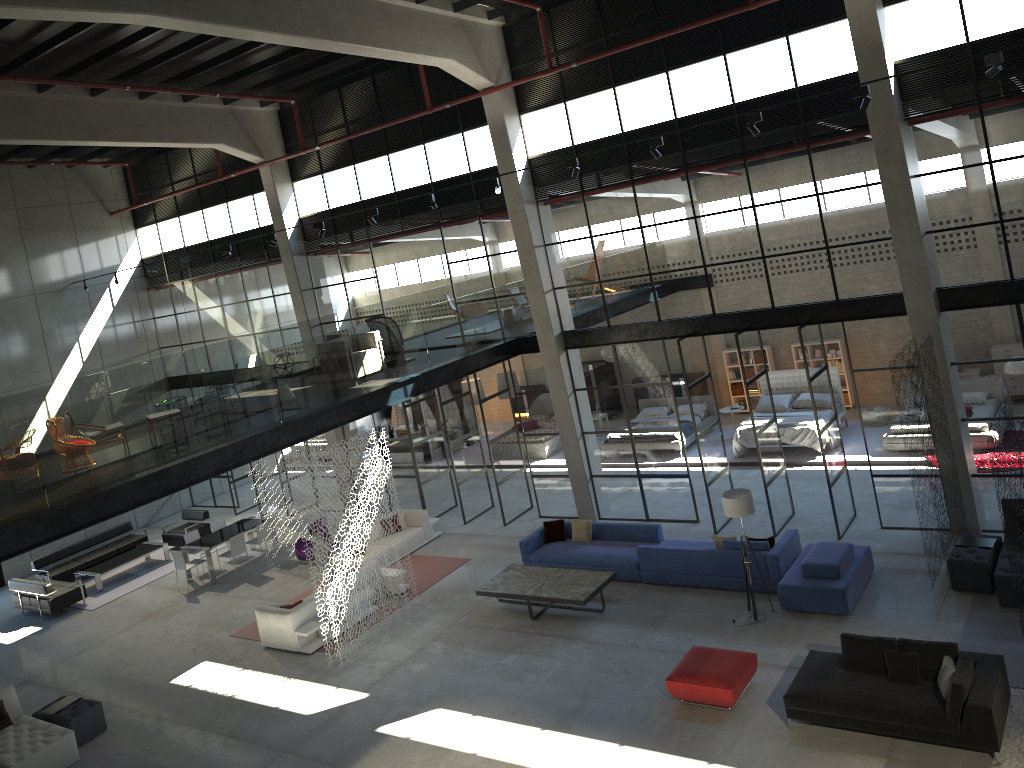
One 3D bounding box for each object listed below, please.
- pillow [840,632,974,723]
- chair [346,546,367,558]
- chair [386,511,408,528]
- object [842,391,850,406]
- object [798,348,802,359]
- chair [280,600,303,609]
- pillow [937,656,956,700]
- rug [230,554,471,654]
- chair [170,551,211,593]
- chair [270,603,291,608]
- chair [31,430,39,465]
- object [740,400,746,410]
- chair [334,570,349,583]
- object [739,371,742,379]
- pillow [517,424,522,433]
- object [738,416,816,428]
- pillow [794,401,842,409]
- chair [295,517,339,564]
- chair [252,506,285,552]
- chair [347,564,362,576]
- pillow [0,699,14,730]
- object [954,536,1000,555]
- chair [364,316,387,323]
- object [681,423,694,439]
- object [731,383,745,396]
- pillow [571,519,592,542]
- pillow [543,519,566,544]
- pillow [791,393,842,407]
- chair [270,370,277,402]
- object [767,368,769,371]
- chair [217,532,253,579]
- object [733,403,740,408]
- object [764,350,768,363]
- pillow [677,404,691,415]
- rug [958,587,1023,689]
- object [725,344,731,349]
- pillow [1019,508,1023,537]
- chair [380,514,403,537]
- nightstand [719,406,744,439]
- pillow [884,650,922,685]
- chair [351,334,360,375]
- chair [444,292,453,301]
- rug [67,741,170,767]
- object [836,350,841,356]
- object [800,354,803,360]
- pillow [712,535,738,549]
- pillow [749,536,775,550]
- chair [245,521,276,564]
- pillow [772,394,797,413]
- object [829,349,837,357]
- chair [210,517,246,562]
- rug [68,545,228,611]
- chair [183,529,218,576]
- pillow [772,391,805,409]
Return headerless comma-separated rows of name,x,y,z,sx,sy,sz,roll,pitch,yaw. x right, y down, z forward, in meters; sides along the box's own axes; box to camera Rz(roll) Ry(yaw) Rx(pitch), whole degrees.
pillow,4.328,3.004,9.378,0.751,0.416,1.581,-15,9,-24
chair,-3.051,3.270,17.181,0.416,0.107,0.409,-12,9,-8
chair,-2.400,2.873,18.312,0.384,0.336,0.253,-13,5,-20
object,8.366,0.358,22.107,0.320,0.296,0.330,-7,7,36
object,7.434,-0.779,22.618,0.095,0.261,0.095,-11,2,-3
chair,-3.616,3.756,14.573,0.404,0.334,0.283,-12,5,-9
pillow,4.505,3.033,9.070,0.206,0.314,0.347,-10,6,15
rug,-2.865,3.886,16.091,2.621,0.020,3.707,-4,12,36
chair,-6.758,3.825,18.430,0.415,0.867,0.555,-9,4,36
chair,-3.819,3.776,14.748,0.388,0.270,0.323,-10,6,11
chair,-7.165,1.067,12.573,0.738,0.706,0.526,-11,4,8
object,6.216,0.565,23.620,0.140,0.234,0.139,-12,4,-17
chair,-3.029,3.492,15.396,0.267,0.316,0.400,-9,7,23
object,6.161,-0.252,23.589,0.082,0.227,0.081,-12,2,-23
pillow,0.355,1.153,23.868,0.871,0.211,0.642,-9,9,15
object,6.034,1.080,19.471,2.258,0.655,0.665,-4,9,39
pillow,7.019,0.445,20.150,0.950,0.329,0.730,-5,10,37
chair,-4.189,3.326,18.714,0.649,0.744,0.813,-8,7,36
chair,-5.602,3.313,20.095,0.415,0.867,0.555,-9,4,36
chair,-2.830,3.415,15.620,0.265,0.320,0.404,-8,7,38
pillow,-7.396,4.787,12.514,0.233,0.343,0.422,-9,7,35
object,6.489,2.249,12.247,0.513,0.099,0.307,-3,12,41
chair,-2.598,-0.912,18.057,0.685,0.982,0.837,-11,5,7
object,3.366,1.197,21.425,2.090,0.245,0.733,-5,11,36
object,6.128,0.132,23.638,0.320,0.296,0.330,-7,7,36
pillow,1.231,2.601,15.523,0.397,0.380,0.211,-7,5,37
pillow,0.771,2.650,15.806,0.396,0.370,0.263,-10,4,15
pillow,6.953,0.371,20.089,0.969,0.290,0.706,-4,11,38
chair,-4.167,-0.113,15.745,0.564,0.797,0.611,-11,4,3
object,6.704,-0.383,23.174,0.257,0.133,0.059,-6,5,36
chair,-5.919,3.621,18.646,0.539,0.867,0.428,-9,4,36
object,5.414,0.520,21.152,0.168,0.089,0.170,-12,8,-2
object,6.609,-0.717,23.156,0.320,0.296,0.330,-7,7,36
pillow,4.051,0.730,22.558,1.909,0.311,0.560,-5,10,36
rug,7.153,2.915,9.996,3.593,0.020,2.704,-4,12,36
object,5.893,-1.026,23.793,0.231,0.150,0.054,-7,4,34
pillow,7.272,1.921,12.148,0.409,0.343,0.240,-7,6,37
chair,-2.496,2.924,18.133,0.415,0.334,0.256,-14,5,-21
nightstand,5.360,0.943,21.153,0.599,0.696,0.609,-11,5,8
pillow,4.199,3.038,9.431,0.339,0.306,0.191,-7,5,34
chair,-2.957,-0.454,16.240,0.796,0.828,1.003,-8,7,36
chair,-1.024,-1.821,21.462,0.988,1.023,0.788,-14,5,-25
rug,-6.345,5.513,10.562,2.621,0.020,3.707,-4,12,36
object,8.237,-0.779,22.059,0.144,0.137,0.140,-15,7,-36
object,7.434,-0.700,22.485,0.112,0.156,0.109,-15,5,-42
pillow,3.332,2.513,13.559,0.397,0.380,0.211,-7,5,37
pillow,3.795,2.473,13.277,0.396,0.370,0.263,-10,4,15
chair,-5.523,3.446,19.216,0.539,0.867,0.428,-9,4,36
pillow,6.156,0.483,20.548,1.016,0.371,0.679,-4,10,39
object,8.100,-0.785,22.156,0.174,0.168,0.176,-11,6,4
chair,-6.441,3.517,19.880,0.539,0.867,0.428,-9,4,36
rug,-8.699,4.348,20.254,2.386,0.025,3.463,-4,12,36
chair,-6.837,3.692,19.310,0.539,0.867,0.428,-9,4,36
pillow,6.405,0.399,20.742,1.043,0.321,0.499,-5,9,36
